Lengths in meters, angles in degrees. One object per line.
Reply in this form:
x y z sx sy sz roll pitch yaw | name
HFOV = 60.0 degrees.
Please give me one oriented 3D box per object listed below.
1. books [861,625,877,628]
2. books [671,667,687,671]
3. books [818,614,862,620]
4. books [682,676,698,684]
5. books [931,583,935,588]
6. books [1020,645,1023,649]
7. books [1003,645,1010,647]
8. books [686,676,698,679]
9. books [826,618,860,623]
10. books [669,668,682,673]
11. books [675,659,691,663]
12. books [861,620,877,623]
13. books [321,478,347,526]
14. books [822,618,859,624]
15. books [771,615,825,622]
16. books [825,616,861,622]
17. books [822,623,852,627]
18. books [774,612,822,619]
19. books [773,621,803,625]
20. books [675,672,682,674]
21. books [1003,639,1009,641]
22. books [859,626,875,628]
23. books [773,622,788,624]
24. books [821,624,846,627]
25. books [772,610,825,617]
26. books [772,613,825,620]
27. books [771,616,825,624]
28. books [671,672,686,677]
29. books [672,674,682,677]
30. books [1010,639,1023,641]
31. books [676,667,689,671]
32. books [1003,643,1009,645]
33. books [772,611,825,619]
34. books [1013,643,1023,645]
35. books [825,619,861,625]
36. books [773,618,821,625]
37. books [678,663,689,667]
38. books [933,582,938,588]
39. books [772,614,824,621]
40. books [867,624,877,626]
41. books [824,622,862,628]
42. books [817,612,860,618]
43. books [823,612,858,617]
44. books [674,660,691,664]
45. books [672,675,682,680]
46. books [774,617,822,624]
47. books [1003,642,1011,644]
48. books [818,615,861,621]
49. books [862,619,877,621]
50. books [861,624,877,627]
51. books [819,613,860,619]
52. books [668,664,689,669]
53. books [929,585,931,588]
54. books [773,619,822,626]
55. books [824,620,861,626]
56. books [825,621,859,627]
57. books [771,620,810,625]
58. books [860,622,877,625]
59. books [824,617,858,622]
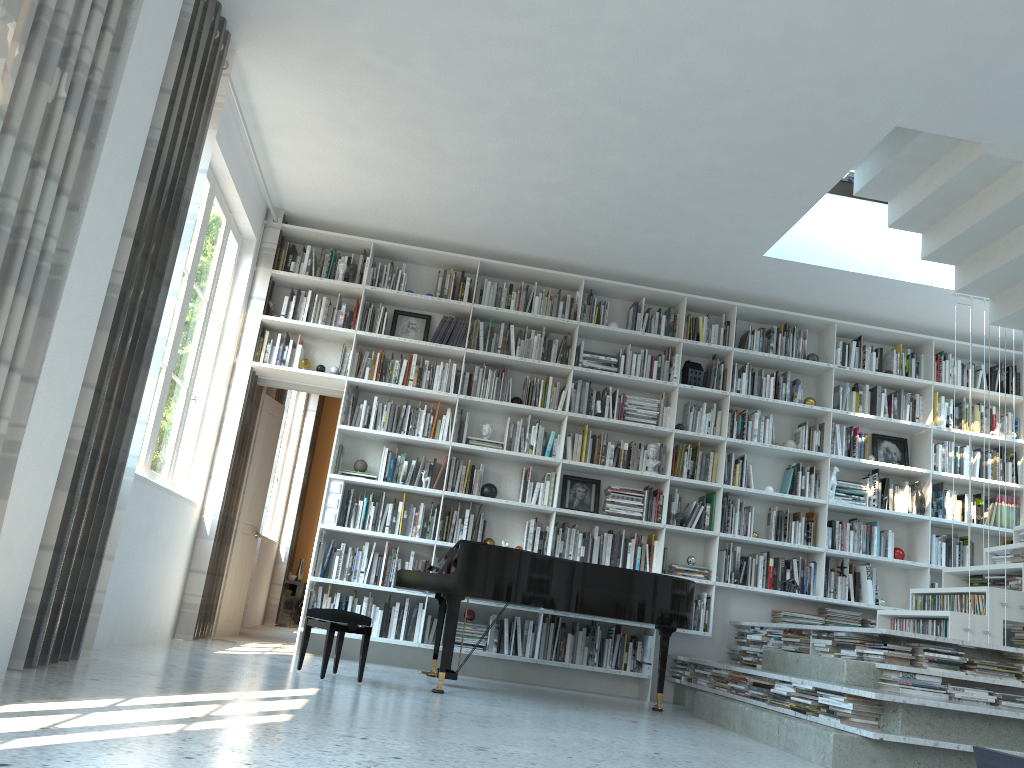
2.888 1.901 6.880 0.328 0.008 0.208 9 -15 -3 | books
1.287 2.104 6.507 0.188 0.009 0.211 9 -15 -6 | books
2.528 1.799 6.855 0.285 0.005 0.160 10 -15 -9 | books
1.316 2.083 6.212 0.189 0.030 0.238 9 -15 -5 | books
3.224 1.663 6.879 0.014 0.233 0.183 9 -14 -5 | books
3.872 1.946 6.517 0.185 0.027 0.161 9 -15 -3 | books
3.668 2.028 6.948 0.367 0.007 0.206 7 -15 3 | books
1.331 2.065 6.218 0.147 0.012 0.206 10 -15 -9 | books
2.523 1.826 6.853 0.285 0.005 0.160 10 -15 -7 | books
1.283 2.114 6.505 0.177 0.012 0.279 10 -15 -9 | books
1.302 2.042 6.524 0.157 0.007 0.269 8 -15 0 | books
2.894 1.861 6.880 0.368 0.007 0.206 11 -15 -10 | books
-1.315 0.888 6.557 0.106 0.339 0.307 9 -14 -5 | books
2.522 1.832 6.855 0.254 0.005 0.161 9 -15 -5 | books
2.195 1.805 6.818 0.345 0.007 0.194 9 -15 -3 | books
2.525 1.816 6.858 0.285 0.005 0.160 9 -15 -4 | books
2.521 1.865 6.845 0.254 0.007 0.161 9 -15 -4 | books
2.198 1.783 6.823 0.308 0.008 0.195 9 -15 -3 | books
2.184 1.847 6.807 0.308 0.008 0.195 9 -15 -3 | books
1.306 2.132 6.503 0.122 0.008 0.291 10 -15 -9 | books
3.675 1.982 6.951 0.327 0.008 0.208 8 -15 0 | books
2.888 1.907 6.875 0.328 0.008 0.208 10 -15 -8 | books
2.184 1.853 6.800 0.308 0.008 0.195 8 -15 -1 | books
2.521 1.869 6.837 0.285 0.007 0.160 10 -15 -9 | books
2.200 1.769 6.827 0.345 0.007 0.194 9 -15 -3 | books
2.197 1.790 6.822 0.345 0.007 0.194 9 -15 -3 | books
2.194 1.811 6.813 0.346 0.007 0.194 10 -15 -8 | books
1.282 2.138 6.499 0.179 0.012 0.262 8 -15 -2 | books
1.289 2.149 6.497 0.155 0.009 0.233 10 -15 -9 | books
3.839 1.907 6.542 0.255 0.007 0.132 8 -15 0 | books
1.312 2.097 6.512 0.136 0.013 0.259 10 -15 -7 | books
3.670 2.011 6.943 0.327 0.008 0.208 8 -15 0 | books
2.199 1.776 6.825 0.346 0.007 0.194 10 -15 -7 | books
3.874 1.930 6.528 0.261 0.009 0.187 8 -15 0 | books
2.524 1.839 6.855 0.285 0.007 0.160 9 -15 -5 | books
2.188 1.827 6.817 0.308 0.008 0.195 9 -15 -5 | books
1.319 2.071 6.519 0.133 0.017 0.231 9 -15 -4 | books
3.246 1.665 6.883 0.030 0.237 0.152 9 -14 -5 | books
2.197 1.795 6.811 0.346 0.007 0.194 11 -15 -10 | books
2.891 1.884 6.875 0.327 0.008 0.208 8 -15 0 | books
2.523 1.856 6.838 0.285 0.007 0.160 11 -15 -10 | books
2.532 1.790 6.860 0.285 0.005 0.160 10 -15 -8 | books
2.533 1.784 6.857 0.254 0.005 0.161 11 -15 -10 | books
1.307 2.053 6.522 0.158 0.014 0.235 10 -15 -7 | books
1.289 2.161 6.494 0.171 0.015 0.242 9 -15 -5 | books
2.193 1.817 6.807 0.308 0.008 0.195 8 -15 0 | books
3.672 2.004 6.947 0.368 0.007 0.206 8 -15 -1 | books
2.525 1.811 6.859 0.285 0.005 0.160 9 -15 -6 | books
2.894 1.856 6.891 0.368 0.007 0.206 9 -15 -3 | books
2.889 1.894 6.885 0.368 0.007 0.206 9 -15 -6 | books
2.531 1.795 6.857 0.254 0.005 0.161 8 -15 -1 | books
1.282 2.080 6.513 0.191 0.013 0.244 10 -15 -9 | books
3.189 1.668 6.879 0.031 0.214 0.165 9 -14 -5 | books
2.189 1.831 6.803 0.308 0.008 0.195 11 -15 -10 | books
2.523 1.845 6.851 0.285 0.007 0.160 9 -15 -4 | books
2.523 1.851 6.849 0.254 0.007 0.161 9 -15 -4 | books
2.187 1.840 6.809 0.346 0.007 0.194 10 -15 -7 | books
2.891 1.878 6.885 0.328 0.008 0.208 9 -15 -3 | books
2.524 1.821 6.856 0.254 0.005 0.161 9 -15 -6 | books
